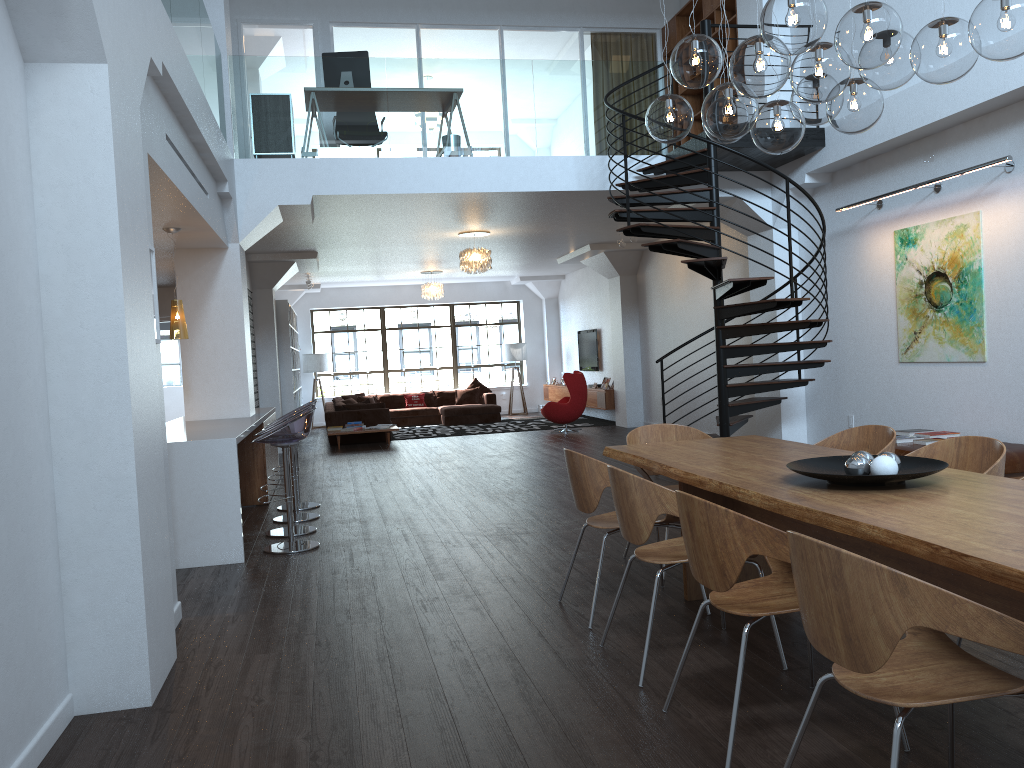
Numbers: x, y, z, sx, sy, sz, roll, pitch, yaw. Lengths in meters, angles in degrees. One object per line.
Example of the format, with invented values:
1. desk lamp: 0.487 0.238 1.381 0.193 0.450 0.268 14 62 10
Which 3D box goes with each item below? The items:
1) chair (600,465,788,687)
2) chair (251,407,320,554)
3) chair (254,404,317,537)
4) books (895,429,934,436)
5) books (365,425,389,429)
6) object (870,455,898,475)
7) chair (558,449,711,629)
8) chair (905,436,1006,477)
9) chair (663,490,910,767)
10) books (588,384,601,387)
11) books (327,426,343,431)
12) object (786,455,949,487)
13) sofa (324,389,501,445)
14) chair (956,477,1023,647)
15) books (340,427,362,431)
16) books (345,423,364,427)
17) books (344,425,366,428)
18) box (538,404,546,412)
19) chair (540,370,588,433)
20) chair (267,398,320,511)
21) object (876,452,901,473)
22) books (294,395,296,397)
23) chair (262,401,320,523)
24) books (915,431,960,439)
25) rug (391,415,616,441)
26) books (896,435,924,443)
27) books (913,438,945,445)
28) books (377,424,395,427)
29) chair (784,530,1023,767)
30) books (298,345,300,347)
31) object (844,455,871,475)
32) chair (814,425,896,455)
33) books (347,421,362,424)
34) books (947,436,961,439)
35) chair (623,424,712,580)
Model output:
1. chair: 0.722 0.744 3.756 0.618 0.833 0.629 -4 2 -12
2. chair: -1.639 0.692 6.469 0.481 1.014 0.530 -3 2 -10
3. chair: -1.795 0.680 7.083 0.481 1.014 0.530 -4 2 -14
4. books: 3.445 0.417 7.593 0.254 0.044 0.183 -4 2 -17
5. books: -2.153 0.690 14.129 0.342 0.040 0.231 -2 2 28
6. object: 1.427 0.324 3.400 0.100 0.100 0.100 -2 2 33
7. chair: 0.582 0.726 4.523 0.618 0.833 0.629 -4 2 -14
8. chair: 1.891 0.672 4.002 0.618 0.833 0.629 -3 2 -10
9. chair: 0.877 0.759 3.008 0.618 0.833 0.629 -4 2 -12
10. books: 1.630 0.035 16.876 0.250 0.053 0.400 -4 2 -12
11. books: -2.859 0.719 14.343 0.241 0.045 0.334 -3 2 -10
12. object: 1.390 0.348 3.488 0.592 0.066 0.592 -2 2 36
13. sofa: -1.790 0.537 16.927 3.481 0.664 4.197 -4 2 -12
14. chair: 2.064 0.686 3.258 0.618 0.833 0.629 -4 2 -12
15. books: -2.548 0.716 14.057 0.236 0.035 0.340 -3 2 13
16. books: -2.568 0.667 14.467 0.279 0.035 0.191 -3 2 -2
17. books: -2.560 0.702 14.465 0.312 0.037 0.216 -4 2 -22
18. box: 0.744 0.549 19.995 0.228 0.165 0.368 -4 2 -12
19. chair: 0.878 0.287 14.888 0.801 1.006 0.798 -3 2 14
20. chair: -2.035 0.653 8.327 0.481 1.014 0.530 -3 2 -10
21. object: 1.477 0.316 3.487 0.100 0.100 0.100 -2 2 33
22. books: -3.690 0.203 14.589 0.223 0.027 0.161 -3 2 -2
23. chair: -1.907 0.666 7.710 0.481 1.014 0.530 -4 2 -14
24. books: 3.491 0.423 7.277 0.283 0.043 0.197 -4 2 -12
25. rug: -0.343 0.795 16.711 4.200 0.007 3.100 -3 2 -10
26. books: 3.170 0.445 7.169 0.247 0.040 0.185 -3 2 -8
27. books: 3.280 0.449 6.922 0.224 0.032 0.161 -4 2 -12
28. books: -2.071 0.675 14.497 0.256 0.035 0.350 -3 2 14
29. chair: 1.033 0.775 2.256 0.618 0.833 0.629 -4 2 -12
30. books: -4.586 -0.779 18.486 0.254 0.032 0.174 -2 2 23
31. object: 1.354 0.329 3.473 0.100 0.100 0.100 -2 2 33
32. chair: 1.741 0.654 4.755 0.617 0.830 0.629 -4 2 -12
33. books: -2.564 0.635 14.465 0.224 0.027 0.157 -3 2 -7
34. books: 3.561 0.434 6.953 0.224 0.036 0.161 -4 2 -17
35. chair: 1.020 0.675 5.380 0.629 0.833 0.618 -4 2 -17
